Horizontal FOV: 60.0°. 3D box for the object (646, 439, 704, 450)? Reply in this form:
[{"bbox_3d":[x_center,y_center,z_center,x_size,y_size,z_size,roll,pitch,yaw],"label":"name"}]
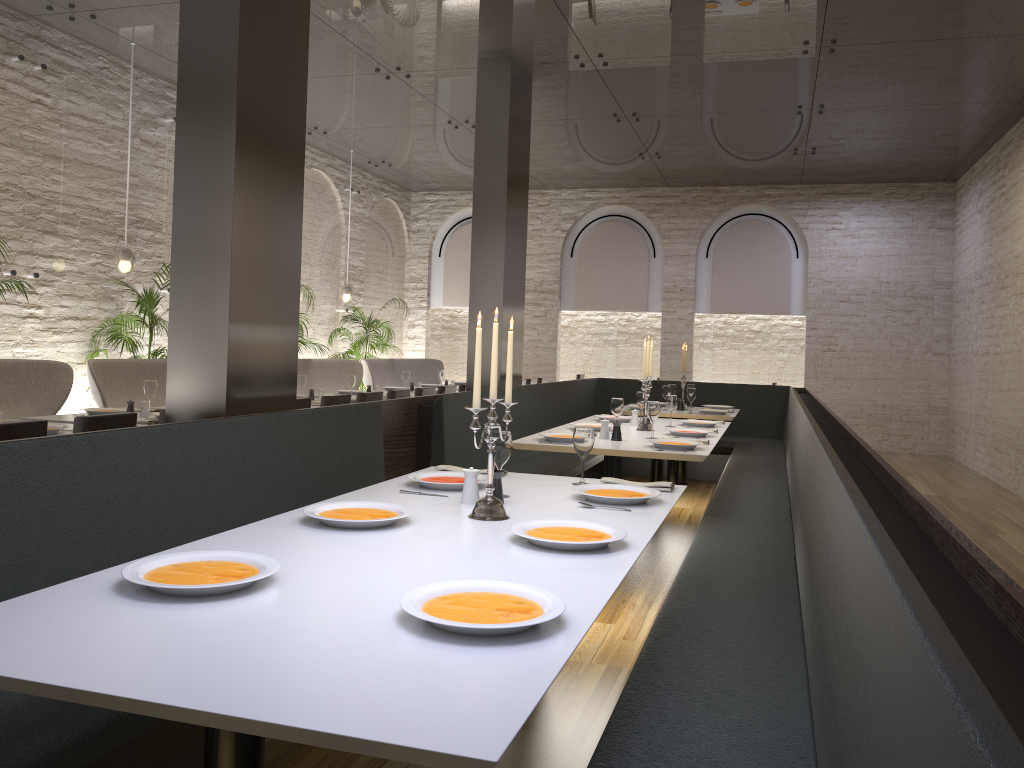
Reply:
[{"bbox_3d":[0.916,0.344,4.989,0.321,0.036,0.322,2,2,-8],"label":"object"}]

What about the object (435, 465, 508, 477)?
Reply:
[{"bbox_3d":[-0.167,0.359,3.667,0.273,0.033,0.142,3,2,17],"label":"object"}]

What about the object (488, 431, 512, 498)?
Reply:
[{"bbox_3d":[-0.045,0.284,3.144,0.086,0.231,0.086,2,0,28],"label":"object"}]

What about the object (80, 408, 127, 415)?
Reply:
[{"bbox_3d":[-2.674,0.186,5.844,0.321,0.036,0.322,0,3,-38],"label":"object"}]

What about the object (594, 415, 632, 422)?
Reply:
[{"bbox_3d":[0.787,0.269,6.780,0.322,0.036,0.321,2,2,12],"label":"object"}]

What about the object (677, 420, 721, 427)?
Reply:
[{"bbox_3d":[1.394,0.297,6.597,0.322,0.036,0.321,2,2,12],"label":"object"}]

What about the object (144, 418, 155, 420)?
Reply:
[{"bbox_3d":[-2.217,0.222,5.515,0.181,0.015,0.038,3,2,18],"label":"object"}]

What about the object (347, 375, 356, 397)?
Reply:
[{"bbox_3d":[-1.486,0.035,8.188,0.086,0.231,0.086,2,0,-31],"label":"object"}]

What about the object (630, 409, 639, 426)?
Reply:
[{"bbox_3d":[0.889,0.245,6.400,0.069,0.126,0.069,2,0,10],"label":"object"}]

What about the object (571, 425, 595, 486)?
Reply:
[{"bbox_3d":[0.280,0.282,3.492,0.086,0.231,0.086,2,0,28],"label":"object"}]

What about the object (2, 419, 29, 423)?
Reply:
[{"bbox_3d":[-2.883,0.215,5.081,0.273,0.033,0.142,3,2,17],"label":"object"}]

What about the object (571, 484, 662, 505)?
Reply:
[{"bbox_3d":[0.371,0.397,3.158,0.322,0.036,0.321,4,3,36],"label":"object"}]

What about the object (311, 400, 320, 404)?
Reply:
[{"bbox_3d":[-1.601,0.162,7.573,0.273,0.033,0.142,3,2,17],"label":"object"}]

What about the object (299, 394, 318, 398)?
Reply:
[{"bbox_3d":[-1.897,0.119,8.395,0.273,0.033,0.142,3,2,17],"label":"object"}]

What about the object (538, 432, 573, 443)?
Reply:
[{"bbox_3d":[0.309,0.316,5.172,0.321,0.036,0.322,3,2,14],"label":"object"}]

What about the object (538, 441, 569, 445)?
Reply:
[{"bbox_3d":[0.238,0.332,4.966,0.185,0.010,0.017,3,2,17],"label":"object"}]

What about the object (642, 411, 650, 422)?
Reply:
[{"bbox_3d":[0.966,0.249,6.373,0.069,0.126,0.069,2,0,10],"label":"object"}]

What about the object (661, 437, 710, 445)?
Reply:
[{"bbox_3d":[1.040,0.342,5.313,0.273,0.033,0.142,3,2,17],"label":"object"}]

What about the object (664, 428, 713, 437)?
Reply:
[{"bbox_3d":[1.151,0.321,5.781,0.322,0.036,0.321,4,3,36],"label":"object"}]

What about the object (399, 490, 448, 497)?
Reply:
[{"bbox_3d":[-0.309,0.385,3.123,0.185,0.010,0.017,3,2,17],"label":"object"}]

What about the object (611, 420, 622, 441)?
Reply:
[{"bbox_3d":[0.626,0.280,5.292,0.069,0.126,0.069,2,1,-42],"label":"object"}]

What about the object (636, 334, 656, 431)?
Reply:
[{"bbox_3d":[0.922,-0.011,6.052,0.131,0.657,0.390,2,0,27],"label":"object"}]

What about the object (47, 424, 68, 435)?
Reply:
[{"bbox_3d":[-2.483,0.241,4.603,0.321,0.036,0.322,2,2,-5],"label":"object"}]

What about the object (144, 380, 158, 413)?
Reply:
[{"bbox_3d":[-2.422,0.092,5.934,0.086,0.231,0.086,2,0,-31],"label":"object"}]

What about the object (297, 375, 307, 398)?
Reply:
[{"bbox_3d":[-1.859,0.036,7.826,0.086,0.231,0.086,2,0,-31],"label":"object"}]

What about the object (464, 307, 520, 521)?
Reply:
[{"bbox_3d":[-0.060,0.085,2.750,0.131,0.657,0.390,2,0,27],"label":"object"}]

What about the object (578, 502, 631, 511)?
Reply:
[{"bbox_3d":[0.309,0.411,2.963,0.181,0.015,0.038,3,2,18],"label":"object"}]

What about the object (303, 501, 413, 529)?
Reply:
[{"bbox_3d":[-0.453,0.390,2.612,0.321,0.036,0.322,2,2,-8],"label":"object"}]

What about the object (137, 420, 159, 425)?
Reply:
[{"bbox_3d":[-2.264,0.226,5.345,0.273,0.033,0.142,3,2,17],"label":"object"}]

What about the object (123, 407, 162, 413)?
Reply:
[{"bbox_3d":[-2.560,0.184,6.167,0.273,0.033,0.142,3,2,17],"label":"object"}]

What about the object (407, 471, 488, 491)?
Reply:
[{"bbox_3d":[-0.236,0.369,3.341,0.322,0.036,0.321,4,3,36],"label":"object"}]

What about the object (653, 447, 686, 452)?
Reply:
[{"bbox_3d":[0.857,0.357,4.805,0.181,0.015,0.038,3,2,18],"label":"object"}]

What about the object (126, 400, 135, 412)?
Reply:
[{"bbox_3d":[-2.458,0.159,5.709,0.059,0.109,0.059,2,0,25],"label":"object"}]

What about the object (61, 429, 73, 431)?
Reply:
[{"bbox_3d":[-2.437,0.246,4.774,0.185,0.010,0.017,3,2,17],"label":"object"}]

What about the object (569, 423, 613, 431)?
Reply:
[{"bbox_3d":[0.544,0.292,5.964,0.322,0.036,0.321,4,3,36],"label":"object"}]

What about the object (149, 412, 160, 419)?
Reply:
[{"bbox_3d":[-2.160,0.209,5.689,0.321,0.036,0.322,0,3,-38],"label":"object"}]

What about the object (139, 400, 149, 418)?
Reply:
[{"bbox_3d":[-2.378,0.161,5.733,0.059,0.109,0.059,2,0,25],"label":"object"}]

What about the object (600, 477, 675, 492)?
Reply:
[{"bbox_3d":[0.492,0.390,3.471,0.273,0.033,0.142,3,2,17],"label":"object"}]

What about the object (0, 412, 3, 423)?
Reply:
[{"bbox_3d":[-2.701,0.193,4.647,0.059,0.109,0.059,2,0,8],"label":"object"}]

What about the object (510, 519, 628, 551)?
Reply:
[{"bbox_3d":[0.155,0.419,2.429,0.321,0.036,0.322,2,2,-8],"label":"object"}]

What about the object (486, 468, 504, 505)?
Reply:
[{"bbox_3d":[-0.057,0.347,2.994,0.069,0.126,0.069,2,0,10],"label":"object"}]

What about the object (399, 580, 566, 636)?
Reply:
[{"bbox_3d":[-0.057,0.439,1.718,0.321,0.036,0.322,2,2,-8],"label":"object"}]

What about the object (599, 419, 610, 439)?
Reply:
[{"bbox_3d":[0.562,0.275,5.363,0.069,0.126,0.069,2,1,40],"label":"object"}]

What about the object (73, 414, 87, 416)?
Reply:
[{"bbox_3d":[-2.731,0.201,5.669,0.185,0.010,0.017,3,2,17],"label":"object"}]

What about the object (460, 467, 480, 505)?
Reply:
[{"bbox_3d":[-0.139,0.344,2.993,0.069,0.126,0.069,2,0,10],"label":"object"}]

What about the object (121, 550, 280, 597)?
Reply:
[{"bbox_3d":[-0.664,0.411,1.901,0.321,0.036,0.322,2,2,-8],"label":"object"}]
